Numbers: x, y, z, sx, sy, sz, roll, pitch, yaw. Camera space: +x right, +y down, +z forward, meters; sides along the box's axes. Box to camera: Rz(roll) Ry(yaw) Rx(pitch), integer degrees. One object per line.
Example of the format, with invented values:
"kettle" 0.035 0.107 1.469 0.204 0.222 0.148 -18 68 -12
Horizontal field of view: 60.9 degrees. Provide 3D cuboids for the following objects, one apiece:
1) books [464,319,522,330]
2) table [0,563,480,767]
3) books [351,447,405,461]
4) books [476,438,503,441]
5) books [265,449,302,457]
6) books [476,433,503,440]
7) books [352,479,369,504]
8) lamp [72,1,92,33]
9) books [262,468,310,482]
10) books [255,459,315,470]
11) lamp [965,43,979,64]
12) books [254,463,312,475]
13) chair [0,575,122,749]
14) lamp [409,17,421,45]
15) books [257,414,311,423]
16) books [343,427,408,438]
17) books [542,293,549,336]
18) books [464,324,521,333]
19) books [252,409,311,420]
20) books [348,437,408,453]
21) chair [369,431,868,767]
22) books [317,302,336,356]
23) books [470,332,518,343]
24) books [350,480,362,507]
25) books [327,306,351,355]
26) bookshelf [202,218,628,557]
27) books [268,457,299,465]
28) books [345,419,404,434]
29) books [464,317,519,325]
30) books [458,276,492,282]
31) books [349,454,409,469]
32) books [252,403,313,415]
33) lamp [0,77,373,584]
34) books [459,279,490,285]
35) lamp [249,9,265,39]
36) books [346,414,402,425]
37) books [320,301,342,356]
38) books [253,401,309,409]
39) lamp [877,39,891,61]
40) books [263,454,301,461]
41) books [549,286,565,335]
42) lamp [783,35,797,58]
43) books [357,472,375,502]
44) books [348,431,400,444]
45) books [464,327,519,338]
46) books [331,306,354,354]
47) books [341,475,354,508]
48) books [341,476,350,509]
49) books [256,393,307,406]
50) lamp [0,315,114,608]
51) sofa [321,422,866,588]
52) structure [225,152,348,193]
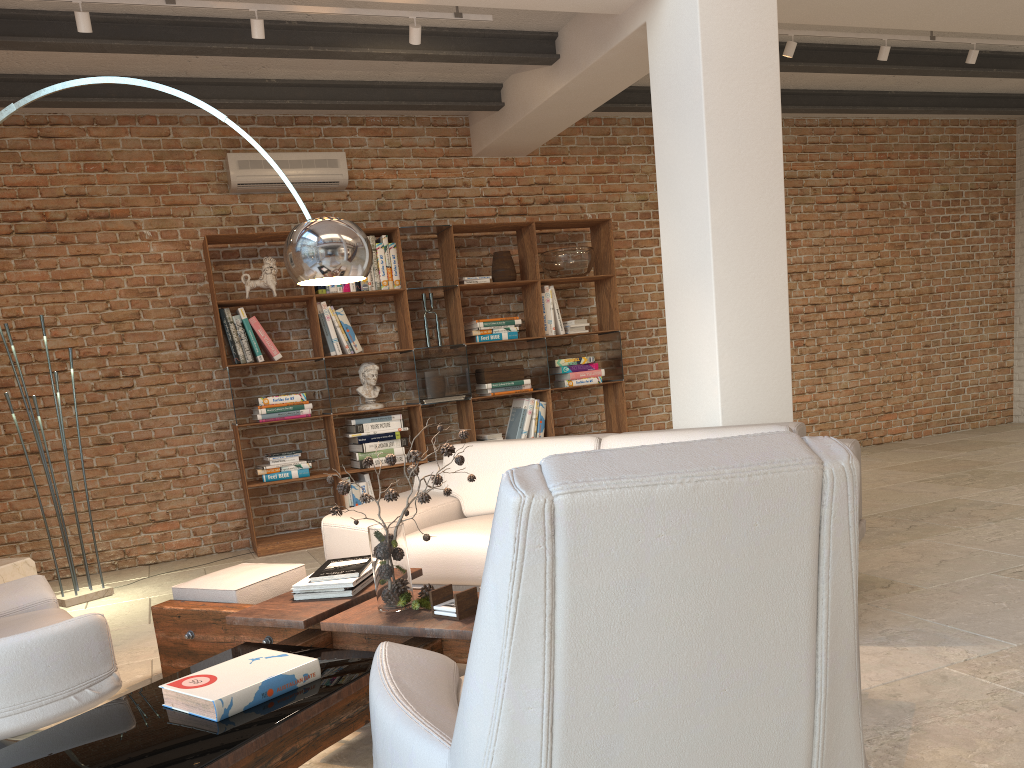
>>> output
"books" -0.150 -0.458 6.747 0.375 0.037 0.242 -7 1 -28
"table" -0.548 0.931 2.704 2.213 0.439 1.924 -5 2 29
"books" -1.017 0.519 6.575 0.359 0.057 0.279 -6 1 -19
"books" -0.188 0.440 6.899 0.161 0.017 0.249 -6 1 -22
"books" -1.659 0.501 6.315 0.250 0.017 0.160 -6 1 -21
"books" -0.181 0.413 6.903 0.131 0.034 0.204 -7 1 -27
"books" -1.131 0.893 6.577 0.055 0.338 0.251 -10 9 -22
"lamp" -1.875 -1.596 3.808 0.060 0.124 0.084 -9 8 -20
"books" -1.638 0.653 6.338 0.325 0.057 0.251 -6 1 -11
"books" -1.649 0.580 6.320 0.375 0.019 0.242 -7 1 -29
"lamp" 2.990 -2.136 5.664 0.060 0.132 0.084 -9 9 -20
"books" -1.665 0.609 6.330 0.376 0.037 0.241 -6 1 -21
"chair" -1.859 0.782 2.695 0.966 1.023 1.021 -11 8 -37
"lamp" -0.484 -1.754 4.348 0.060 0.118 0.093 -8 8 -15
"books" -1.649 0.245 6.273 0.352 0.021 0.269 -6 1 -21
"books" -1.027 0.359 6.530 0.440 0.021 0.269 -6 1 -21
"books" 0.202 -0.535 6.887 0.055 0.338 0.251 -10 9 -22
"books" -0.152 -0.430 6.760 0.375 0.019 0.242 -7 1 -29
"books" -1.658 0.217 6.259 0.375 0.037 0.242 -7 1 -26
"books" -1.006 0.458 6.552 0.374 0.066 0.243 -7 2 -34
"chair" 0.212 0.581 1.610 1.025 1.041 0.951 -6 6 -5
"books" -1.369 -0.387 6.307 0.100 0.393 0.240 -10 9 -22
"books" -0.140 -0.357 6.778 0.325 0.057 0.251 -6 1 -11
"books" -1.185 0.900 6.563 0.057 0.338 0.251 -10 9 -22
"books" -1.279 -0.379 6.329 0.123 0.357 0.268 -10 8 -22
"bookshelf" -0.577 -0.030 6.642 3.006 2.256 0.358 -8 11 -21
"books" -1.662 0.554 6.336 0.204 0.034 0.131 -7 2 -21
"books" -1.030 0.316 6.541 0.375 0.066 0.242 -7 2 -27
"books" -0.163 -0.486 6.759 0.352 0.021 0.269 -6 1 -23
"books" -0.297 -0.790 6.601 0.233 0.019 0.169 -7 1 -28
"books" -1.002 0.579 6.569 0.375 0.066 0.242 -7 2 -27
"books" -1.649 0.179 6.249 0.375 0.037 0.242 -7 1 -28
"lamp" -1.451 0.040 3.483 2.038 2.410 0.308 -4 11 15
"books" -0.286 -0.765 6.602 0.204 0.034 0.131 -7 2 -21
"lamp" -1.189 -1.669 4.071 0.060 0.132 0.084 -9 9 -20
"books" -1.038 0.265 6.525 0.376 0.037 0.241 -6 1 -21
"books" -1.326 -0.391 6.298 0.102 0.393 0.240 -10 9 -22
"books" -1.662 0.151 6.261 0.352 0.021 0.269 -6 1 -23
"lamp" 2.304 -2.059 5.402 0.060 0.132 0.084 -9 9 -20
"books" -1.673 0.529 6.335 0.233 0.019 0.169 -7 1 -28
"books" 0.312 -0.575 6.947 0.100 0.393 0.240 -10 9 -22
"lamp" 1.640 -1.985 5.146 0.086 0.132 0.058 0 11 38
"books" -1.085 0.859 6.614 0.078 0.394 0.240 -10 9 -22
"books" -1.033 0.399 6.520 0.323 0.057 0.253 -7 2 -27
"books" -0.167 -0.401 6.769 0.376 0.037 0.241 -6 1 -21
"books" -1.262 -0.381 6.345 0.123 0.357 0.268 -10 8 -22
"books" -1.234 0.878 6.549 0.036 0.393 0.240 -10 9 -22
"books" -1.262 0.881 6.522 0.036 0.393 0.240 -10 9 -22
"books" -1.657 0.112 6.254 0.324 0.057 0.252 -6 2 -19
"lamp" -2.720 0.415 5.166 0.199 1.866 0.406 3 14 38
"sofa" 0.356 0.646 4.099 2.338 0.775 1.116 -5 4 28
"structure" -1.583 -1.495 6.157 0.805 0.224 0.197 -7 6 -21
